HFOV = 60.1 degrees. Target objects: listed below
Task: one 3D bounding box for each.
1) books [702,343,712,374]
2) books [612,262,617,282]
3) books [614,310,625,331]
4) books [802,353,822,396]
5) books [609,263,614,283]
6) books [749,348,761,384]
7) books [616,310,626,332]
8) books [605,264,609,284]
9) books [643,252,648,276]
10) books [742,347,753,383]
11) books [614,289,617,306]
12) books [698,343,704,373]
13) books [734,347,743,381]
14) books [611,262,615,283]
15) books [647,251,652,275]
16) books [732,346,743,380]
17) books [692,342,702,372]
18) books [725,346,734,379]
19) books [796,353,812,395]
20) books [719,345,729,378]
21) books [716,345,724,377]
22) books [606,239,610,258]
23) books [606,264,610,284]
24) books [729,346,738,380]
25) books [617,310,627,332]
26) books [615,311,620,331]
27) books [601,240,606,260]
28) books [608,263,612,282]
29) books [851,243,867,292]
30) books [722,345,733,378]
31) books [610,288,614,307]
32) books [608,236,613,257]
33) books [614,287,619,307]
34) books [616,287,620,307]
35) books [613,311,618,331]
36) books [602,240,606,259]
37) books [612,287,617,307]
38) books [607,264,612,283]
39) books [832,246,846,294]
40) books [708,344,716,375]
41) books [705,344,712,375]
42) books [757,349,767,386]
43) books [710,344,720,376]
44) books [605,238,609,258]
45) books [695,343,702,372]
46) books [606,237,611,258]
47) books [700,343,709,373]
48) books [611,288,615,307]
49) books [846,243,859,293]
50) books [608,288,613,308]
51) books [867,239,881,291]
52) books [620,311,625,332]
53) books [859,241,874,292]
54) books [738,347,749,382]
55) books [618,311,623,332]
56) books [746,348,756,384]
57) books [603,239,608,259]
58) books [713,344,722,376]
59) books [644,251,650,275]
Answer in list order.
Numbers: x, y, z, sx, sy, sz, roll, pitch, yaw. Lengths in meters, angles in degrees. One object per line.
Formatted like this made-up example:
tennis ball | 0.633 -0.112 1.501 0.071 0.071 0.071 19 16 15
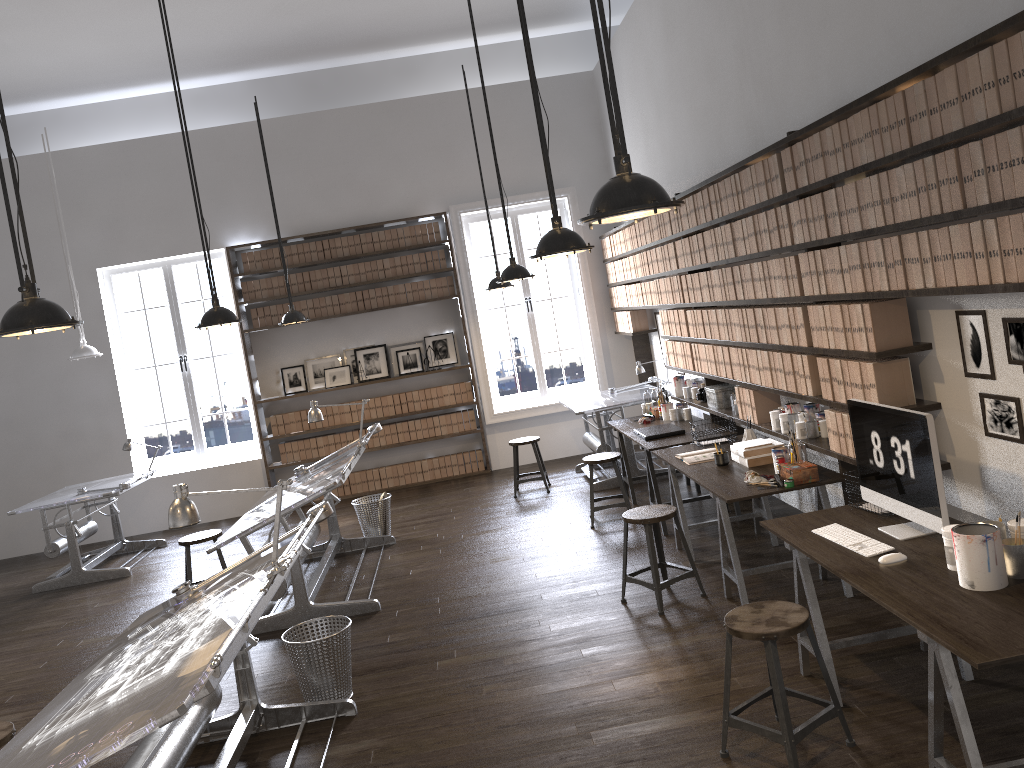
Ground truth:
books | 1.546 -0.201 6.696 0.174 0.225 0.067 -10 2 -4
books | 1.197 -1.232 9.648 0.174 0.225 0.067 -10 2 -4
books | 1.258 -0.716 10.015 0.174 0.225 0.067 -10 2 -4
books | 1.686 -0.059 4.802 0.174 0.225 0.067 -10 2 -4
books | 1.181 -1.242 9.785 0.174 0.225 0.067 -10 2 -4
books | 1.626 -0.123 5.655 0.174 0.225 0.067 -10 2 -4
books | 1.271 -0.706 9.876 0.174 0.225 0.067 -10 2 -4
books | 1.166 -1.263 10.057 0.174 0.225 0.067 -10 2 -4
books | 1.310 -1.112 8.119 0.174 0.225 0.067 -10 2 -4
books | 1.614 -0.134 5.794 0.174 0.225 0.067 -10 2 -4
books | 1.232 -0.975 9.806 0.174 0.225 0.067 -10 2 -4
books | 1.542 -0.212 6.836 0.174 0.225 0.067 -10 2 -4
books | 1.600 -0.144 5.938 0.174 0.225 0.067 -10 2 -4
books | 1.192 -1.238 9.718 0.174 0.225 0.067 -10 2 -4
books | 1.321 -1.101 7.970 0.174 0.225 0.067 -10 2 -4
books | 1.600 -0.149 6.001 0.174 0.225 0.067 -10 2 -4
books | 1.524 -0.221 6.977 0.174 0.225 0.067 -10 2 -4
books | 1.587 -0.159 6.140 0.174 0.225 0.067 -10 2 -4
books | 1.679 -0.065 4.879 0.174 0.225 0.067 -10 2 -4
books | 1.577 -0.170 6.286 0.174 0.225 0.067 -10 2 -4
books | 1.576 -0.176 6.357 0.174 0.225 0.067 -10 2 -4
books | 1.140 -1.515 9.774 0.174 0.225 0.067 -10 2 -4
books | 1.167 -1.257 9.987 0.174 0.225 0.067 -10 2 -4
books | 1.597 -0.154 6.067 0.174 0.225 0.067 -10 2 -4
books | 1.272 -0.700 9.812 0.174 0.225 0.067 -10 2 -4
books | 1.269 -0.711 9.941 0.174 0.225 0.067 -10 2 -4
books | 1.114 -1.535 10.057 0.174 0.225 0.067 -10 2 -4
books | 1.181 -1.248 9.852 0.174 0.225 0.067 -10 2 -4
books | 1.649 -0.539 4.008 0.174 0.225 0.067 -10 2 -4
books | 1.587 -0.166 6.215 0.174 0.225 0.067 -10 2 -4
books | 1.216 -0.990 10.018 0.174 0.225 0.067 -10 2 -4
books | 1.148 -1.504 9.631 0.174 0.225 0.067 -10 2 -4
books | 1.232 -0.968 9.731 0.174 0.225 0.067 -10 2 -4
books | 1.243 -0.963 9.658 0.174 0.225 0.067 -10 2 -4
books | 1.258 -0.722 10.090 0.174 0.225 0.067 -10 2 -4
books | 1.119 -1.530 9.985 0.174 0.225 0.067 -10 2 -4
books | 1.222 -0.979 9.877 0.174 0.225 0.067 -10 2 -4
books | 1.175 -1.252 9.915 0.174 0.225 0.067 -10 2 -4
books | 1.635 -0.554 4.209 0.174 0.225 0.067 -10 2 -4
books | 1.560 -0.191 6.561 0.174 0.225 0.067 -10 2 -4
books | 1.553 -0.196 6.624 0.174 0.225 0.067 -10 2 -4
books | 1.634 -0.112 5.512 0.174 0.225 0.067 -10 2 -4
books | 1.560 -0.185 6.494 0.174 0.225 0.067 -10 2 -4
books | 1.137 -1.521 9.843 0.174 0.225 0.067 -10 2 -4
books | 1.533 -0.217 6.905 0.174 0.225 0.067 -10 2 -4
books | 1.141 -1.509 9.703 0.174 0.225 0.067 -10 2 -4
books | 1.545 -0.207 6.766 0.174 0.225 0.067 -10 2 -4
books | 1.221 -0.985 9.948 0.174 0.225 0.067 -10 2 -4
books | 1.648 -0.545 4.075 0.174 0.225 0.067 -10 2 -4
books | 1.205 -0.994 10.085 0.174 0.225 0.067 -10 2 -4
books | 1.665 -0.530 3.870 0.174 0.225 0.067 -10 2 -4
books | 1.286 -0.690 9.668 0.174 0.225 0.067 -10 2 -4
books | 1.659 -0.535 3.941 0.174 0.225 0.067 -10 2 -4
books | 1.605 -0.138 5.866 0.174 0.225 0.067 -10 2 -4
books | 1.277 -0.695 9.740 0.174 0.225 0.067 -10 2 -4
books | 1.623 -0.129 5.724 0.174 0.225 0.067 -10 2 -4
books | 1.128 -1.525 9.913 0.174 0.225 0.067 -10 2 -4
books | 1.571 -0.181 6.427 0.174 0.225 0.067 -10 2 -4
books | 1.310 -1.106 8.044 0.174 0.225 0.067 -10 2 -4
